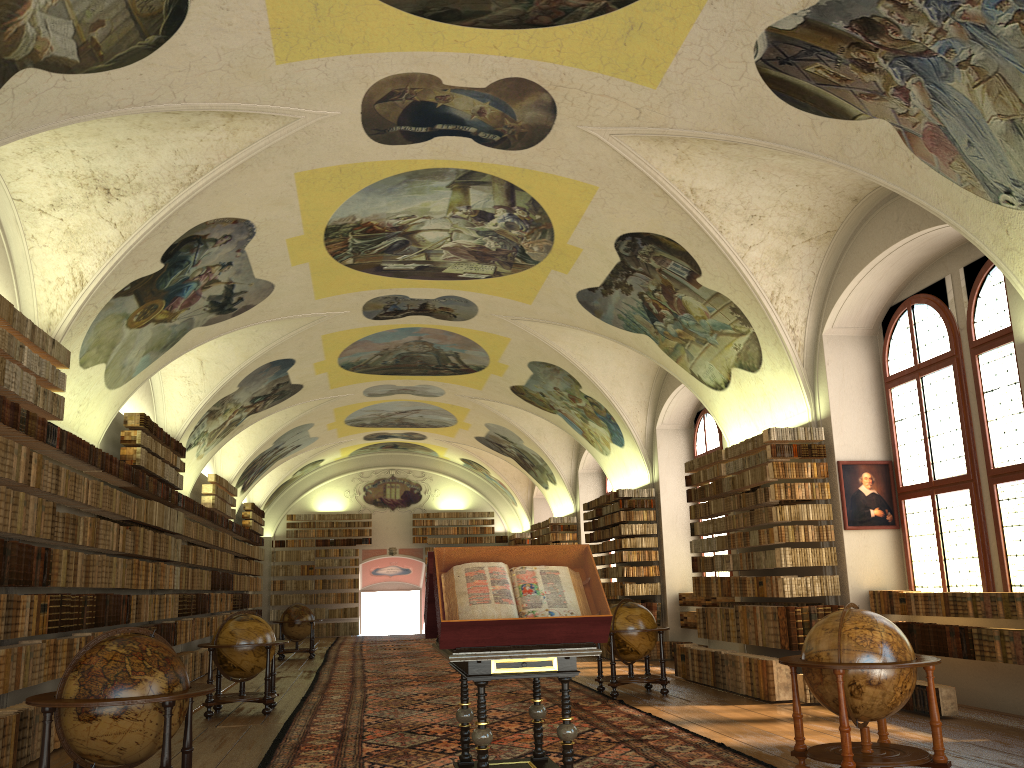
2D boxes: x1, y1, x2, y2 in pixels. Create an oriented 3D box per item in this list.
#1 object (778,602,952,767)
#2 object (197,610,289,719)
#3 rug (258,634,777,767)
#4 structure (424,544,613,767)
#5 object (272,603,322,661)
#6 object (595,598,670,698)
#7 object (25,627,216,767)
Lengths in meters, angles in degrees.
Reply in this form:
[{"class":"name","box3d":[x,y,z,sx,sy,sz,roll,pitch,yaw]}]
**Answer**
[{"class":"object","box3d":[2.920,2.570,7.423,1.280,1.443,1.283,-8,-14,27]},{"class":"object","box3d":[-3.922,4.045,12.935,1.280,1.443,1.283,-8,-14,27]},{"class":"rug","box3d":[-1.453,5.516,16.617,4.704,0.064,37.058,1,-13,-9]},{"class":"structure","box3d":[-0.022,2.325,7.155,1.245,1.973,1.899,0,-13,-9]},{"class":"object","box3d":[-5.690,6.538,23.493,1.281,1.443,1.282,-10,-15,32]},{"class":"object","box3d":[1.842,4.097,13.890,1.281,1.443,1.281,-13,-17,42]},{"class":"object","box3d":[-2.843,2.519,6.468,1.281,1.443,1.281,-13,-17,42]}]
